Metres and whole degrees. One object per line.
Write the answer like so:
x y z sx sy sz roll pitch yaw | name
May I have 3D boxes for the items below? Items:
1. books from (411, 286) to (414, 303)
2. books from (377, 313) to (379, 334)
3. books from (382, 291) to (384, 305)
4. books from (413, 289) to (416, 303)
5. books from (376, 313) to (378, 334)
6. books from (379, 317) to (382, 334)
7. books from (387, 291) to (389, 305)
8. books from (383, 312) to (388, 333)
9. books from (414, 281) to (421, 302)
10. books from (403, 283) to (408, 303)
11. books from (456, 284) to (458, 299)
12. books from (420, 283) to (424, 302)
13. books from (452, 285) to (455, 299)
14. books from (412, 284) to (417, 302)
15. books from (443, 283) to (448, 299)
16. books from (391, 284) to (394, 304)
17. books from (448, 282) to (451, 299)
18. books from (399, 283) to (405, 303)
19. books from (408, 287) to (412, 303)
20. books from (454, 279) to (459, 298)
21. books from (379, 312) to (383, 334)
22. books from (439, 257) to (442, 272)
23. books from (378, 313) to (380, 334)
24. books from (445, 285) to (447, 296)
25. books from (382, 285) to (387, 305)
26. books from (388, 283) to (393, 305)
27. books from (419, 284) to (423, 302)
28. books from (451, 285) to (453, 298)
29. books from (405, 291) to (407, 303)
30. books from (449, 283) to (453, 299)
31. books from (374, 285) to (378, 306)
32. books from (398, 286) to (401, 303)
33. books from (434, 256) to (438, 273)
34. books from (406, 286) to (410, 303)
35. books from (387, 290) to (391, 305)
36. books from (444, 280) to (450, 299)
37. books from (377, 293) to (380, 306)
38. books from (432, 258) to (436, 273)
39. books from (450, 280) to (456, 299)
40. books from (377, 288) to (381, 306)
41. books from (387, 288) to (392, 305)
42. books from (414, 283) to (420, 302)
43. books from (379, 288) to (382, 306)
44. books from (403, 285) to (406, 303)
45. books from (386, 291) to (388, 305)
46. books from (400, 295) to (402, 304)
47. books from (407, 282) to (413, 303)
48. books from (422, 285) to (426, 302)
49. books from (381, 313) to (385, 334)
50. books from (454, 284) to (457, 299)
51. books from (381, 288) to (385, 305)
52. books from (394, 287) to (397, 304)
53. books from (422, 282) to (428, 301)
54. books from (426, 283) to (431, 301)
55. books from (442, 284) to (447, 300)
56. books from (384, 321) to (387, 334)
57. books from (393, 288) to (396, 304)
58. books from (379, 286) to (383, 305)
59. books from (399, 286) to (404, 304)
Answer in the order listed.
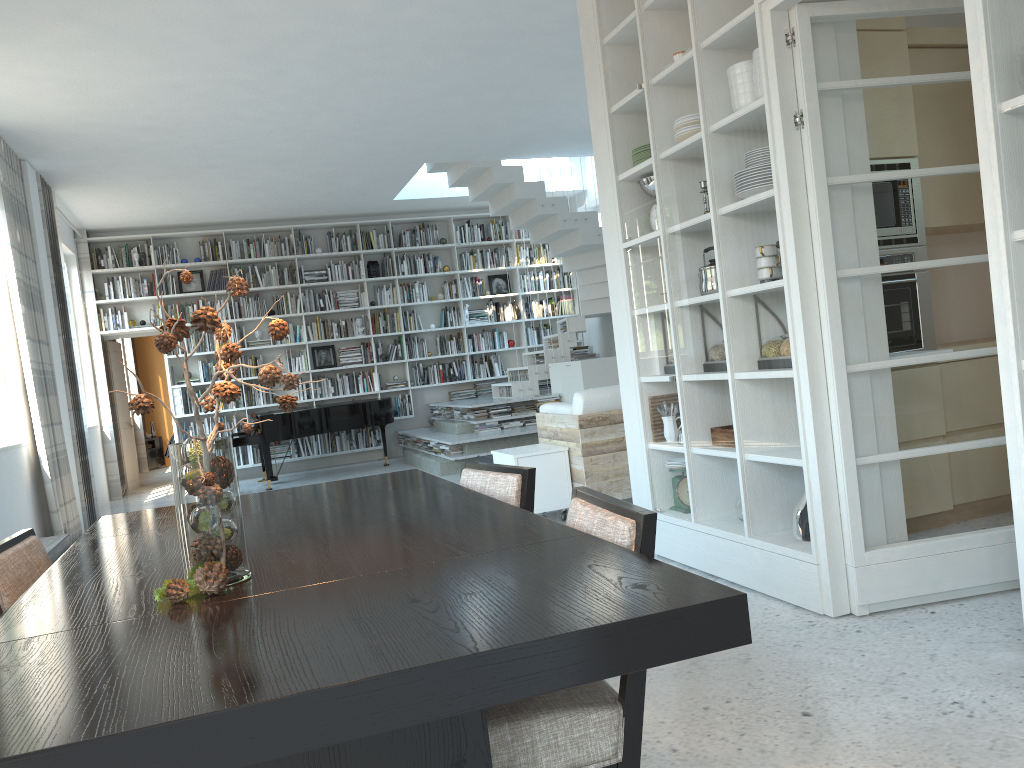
-1.349 -1.193 11.903 0.022 0.237 0.164 -7 2 -18 | books
-1.789 -0.795 11.759 0.035 0.293 0.145 -7 2 -18 | books
-1.732 -1.130 11.792 0.023 0.207 0.171 -7 2 -18 | books
-1.327 -1.175 11.919 0.025 0.194 0.171 -7 2 -18 | books
-1.806 -0.793 11.770 0.035 0.293 0.145 -7 2 -18 | books
-1.757 -0.768 11.776 0.015 0.232 0.180 -7 2 -18 | books
-1.664 -1.132 11.801 0.027 0.196 0.185 -7 2 -18 | books
-1.678 -0.808 11.784 0.019 0.293 0.182 -7 2 -18 | books
-1.272 -1.233 11.945 0.027 0.295 0.159 -7 2 -18 | books
-1.428 -1.208 11.910 0.014 0.284 0.135 -7 2 -18 | books
-0.768 -1.251 12.096 0.012 0.206 0.169 -7 2 -18 | books
-1.224 -1.222 11.966 0.024 0.262 0.133 -7 2 -18 | books
-0.820 -1.242 12.086 0.013 0.202 0.173 -7 2 -18 | books
-1.316 -1.208 11.930 0.011 0.257 0.131 -7 2 -18 | books
-0.902 -1.248 12.065 0.012 0.232 0.154 -7 2 -18 | books
-1.602 -1.181 11.829 0.025 0.277 0.173 -7 2 -18 | books
-0.875 -1.257 12.073 0.016 0.244 0.151 -7 2 -18 | books
-1.471 -1.199 11.883 0.014 0.278 0.154 -7 2 -18 | books
-1.388 -1.178 11.904 0.026 0.216 0.161 -7 2 -18 | books
-0.762 -1.288 12.091 0.005 0.278 0.182 -7 2 -18 | books
-1.743 -0.801 11.777 0.019 0.294 0.163 -7 2 -18 | books
-0.986 -1.605 12.045 0.026 0.229 0.140 -7 2 -18 | books
-1.782 -0.796 11.778 0.035 0.293 0.145 -7 2 -18 | books
-0.909 -1.233 12.065 0.005 0.205 0.154 -7 2 -18 | books
-1.697 -1.168 11.775 0.028 0.275 0.187 -7 2 -18 | books
-1.618 -1.187 11.826 0.028 0.293 0.154 -7 2 -18 | books
-1.240 -1.211 11.940 0.025 0.245 0.183 -7 2 -18 | books
-0.836 -1.243 12.093 0.012 0.206 0.137 -7 2 -18 | books
-1.434 -1.154 11.891 0.021 0.179 0.136 -7 2 -18 | books
-0.849 -1.252 12.084 0.016 0.228 0.160 -7 2 -18 | books
-1.809 -1.160 11.774 0.018 0.285 0.159 -7 2 -18 | books
-1.524 -1.179 11.846 0.028 0.251 0.190 -7 2 -18 | books
-1.034 -1.602 12.001 0.054 0.235 0.171 -7 2 -18 | books
-1.407 -1.186 11.896 0.013 0.236 0.157 -7 2 -18 | books
-1.645 -1.142 11.808 0.029 0.211 0.157 -7 2 -18 | books
-0.888 -1.267 12.057 0.015 0.267 0.164 -7 2 -18 | books
-1.784 -1.112 11.759 0.028 0.185 0.181 -7 2 -18 | books
-1.076 -1.585 12.000 0.030 0.213 0.156 -7 2 -18 | books
-0.806 -1.272 12.080 0.016 0.257 0.176 -7 2 -18 | books
-1.776 -1.142 11.783 0.024 0.243 0.159 -7 2 -18 | books
-1.631 -1.156 11.820 0.024 0.234 0.149 -7 2 -18 | books
-1.289 -1.214 11.913 0.030 0.263 0.182 -7 2 -18 | books
-1.758 -1.148 11.784 0.028 0.250 0.164 -7 2 -18 | books
-1.451 -1.186 11.873 0.014 0.248 0.176 -7 2 -18 | books
-1.680 -1.130 11.793 0.024 0.195 0.173 -7 2 -18 | books
-1.510 -1.160 11.879 0.013 0.210 0.140 -7 2 -18 | books
-1.367 -1.213 11.891 0.014 0.280 0.177 -7 2 -18 | books
-1.197 -1.210 11.961 0.021 0.232 0.183 -7 2 -18 | books
-1.731 -0.795 11.806 0.035 0.278 0.139 -7 2 -18 | books
-0.790 -1.247 12.084 0.013 0.204 0.173 -7 2 -18 | books
-1.717 -1.146 11.791 0.023 0.236 0.178 -7 2 -18 | books
-1.566 -1.166 11.840 0.026 0.238 0.173 -7 2 -18 | books
-1.174 -1.233 11.956 0.024 0.272 0.169 -7 2 -18 | books
-1.143 -1.228 11.990 0.034 0.254 0.161 -7 2 -18 | books
-0.921 -1.239 12.065 0.015 0.220 0.140 -7 2 -18 | books
-1.702 -0.750 11.818 0.030 0.181 0.131 -7 2 -18 | books
-1.578 -1.160 11.819 0.028 0.230 0.176 -7 2 -18 | books
-1.746 -1.163 11.789 0.019 0.275 0.146 -7 2 -18 | books
-1.491 -1.179 11.881 0.030 0.242 0.138 -7 2 -18 | books
